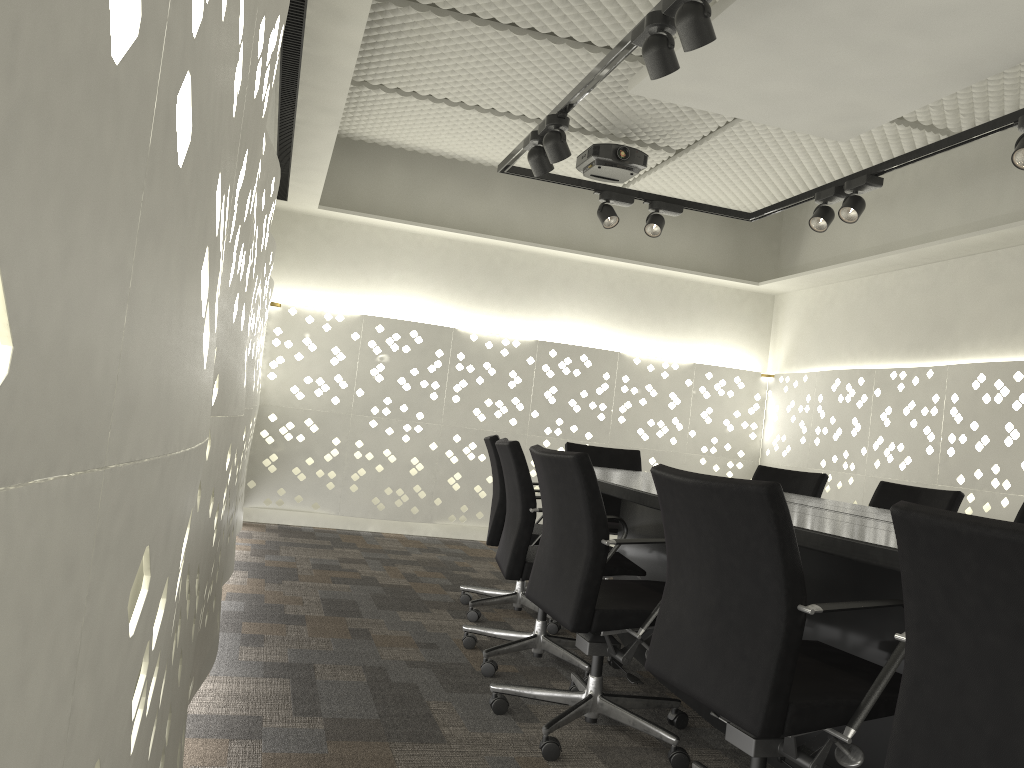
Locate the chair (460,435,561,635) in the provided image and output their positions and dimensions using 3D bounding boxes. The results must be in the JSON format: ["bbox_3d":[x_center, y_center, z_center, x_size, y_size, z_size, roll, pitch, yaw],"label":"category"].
[{"bbox_3d":[0.087,0.619,3.817,0.579,0.757,0.559,7,-3,4],"label":"chair"}]

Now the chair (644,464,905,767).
[{"bbox_3d":[0.533,0.574,1.813,0.579,0.757,0.559,8,-3,-16],"label":"chair"}]

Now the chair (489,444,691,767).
[{"bbox_3d":[0.273,0.575,2.457,0.579,0.757,0.559,7,-3,-11],"label":"chair"}]

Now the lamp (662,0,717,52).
[{"bbox_3d":[0.504,-1.021,2.457,0.126,0.224,0.213,7,-3,-12],"label":"lamp"}]

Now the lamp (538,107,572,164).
[{"bbox_3d":[0.184,-1.002,3.621,0.126,0.224,0.213,7,-3,-12],"label":"lamp"}]

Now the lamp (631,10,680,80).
[{"bbox_3d":[0.445,-1.017,2.673,0.126,0.224,0.213,7,-3,-12],"label":"lamp"}]

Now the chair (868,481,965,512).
[{"bbox_3d":[1.409,0.758,3.461,0.579,0.757,0.559,8,-3,-16],"label":"chair"}]

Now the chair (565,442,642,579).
[{"bbox_3d":[0.500,0.697,4.404,0.559,0.757,0.579,7,-3,-11],"label":"chair"}]

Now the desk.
[{"bbox_3d":[0.944,0.716,2.677,1.223,0.658,3.364,7,-3,-15],"label":"desk"}]

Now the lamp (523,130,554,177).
[{"bbox_3d":[0.124,-0.998,3.836,0.126,0.224,0.213,7,-3,-12],"label":"lamp"}]

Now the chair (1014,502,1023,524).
[{"bbox_3d":[1.623,0.752,2.826,0.579,0.757,0.559,7,-3,-11],"label":"chair"}]

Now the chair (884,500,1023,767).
[{"bbox_3d":[0.812,0.580,1.265,0.579,0.757,0.559,8,-3,-26],"label":"chair"}]

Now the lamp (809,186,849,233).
[{"bbox_3d":[1.468,-0.824,4.153,0.126,0.224,0.213,7,-3,-12],"label":"lamp"}]

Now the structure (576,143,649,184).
[{"bbox_3d":[0.552,-1.234,4.957,0.327,0.144,0.371,7,-3,-15],"label":"structure"}]

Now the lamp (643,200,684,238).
[{"bbox_3d":[0.793,-0.877,4.690,0.214,0.224,0.118,8,-3,-26],"label":"lamp"}]

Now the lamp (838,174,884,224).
[{"bbox_3d":[1.527,-0.828,3.938,0.126,0.224,0.213,7,-3,-12],"label":"lamp"}]

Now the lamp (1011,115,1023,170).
[{"bbox_3d":[1.782,-0.843,3.014,0.126,0.224,0.213,7,-3,-12],"label":"lamp"}]

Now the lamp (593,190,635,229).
[{"bbox_3d":[0.523,-0.913,4.607,0.213,0.224,0.126,7,-3,-12],"label":"lamp"}]

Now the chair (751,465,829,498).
[{"bbox_3d":[1.118,0.754,4.081,0.579,0.757,0.559,8,-3,-26],"label":"chair"}]

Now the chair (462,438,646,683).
[{"bbox_3d":[0.148,0.590,3.083,0.579,0.757,0.559,7,-3,-1],"label":"chair"}]
